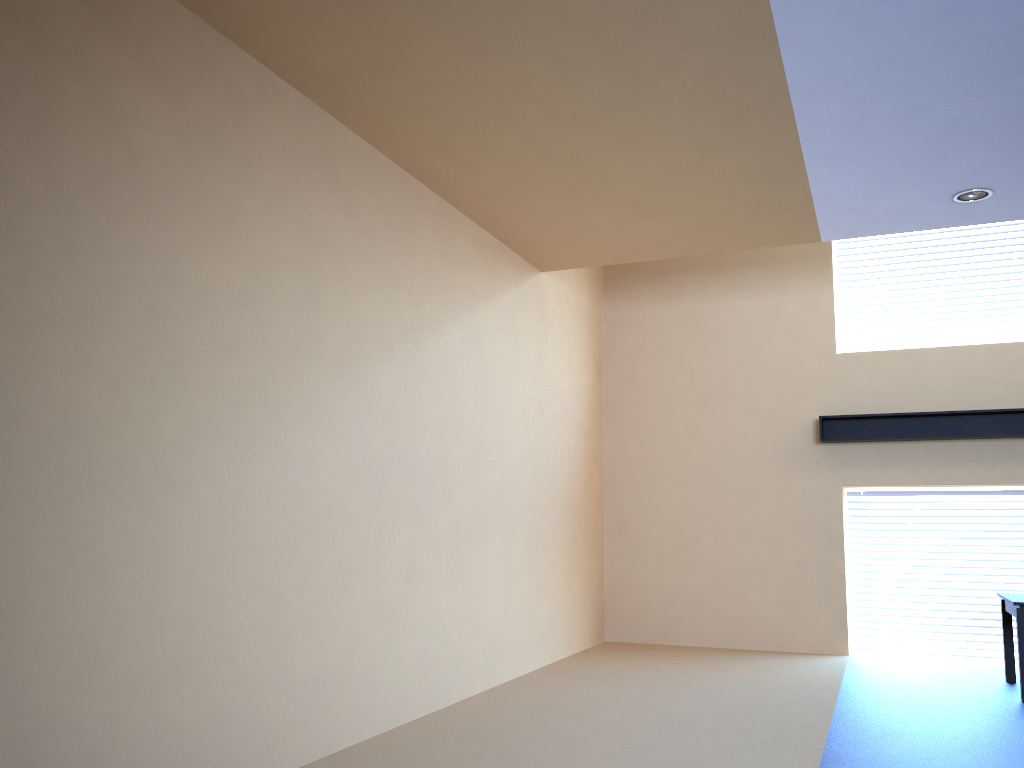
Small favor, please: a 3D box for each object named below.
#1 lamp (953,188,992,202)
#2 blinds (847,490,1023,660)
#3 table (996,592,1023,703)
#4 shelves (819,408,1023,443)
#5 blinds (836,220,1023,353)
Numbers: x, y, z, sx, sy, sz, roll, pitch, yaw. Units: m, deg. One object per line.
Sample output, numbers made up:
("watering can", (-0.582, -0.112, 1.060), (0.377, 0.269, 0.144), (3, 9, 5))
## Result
("lamp", (2.751, -1.168, 5.299), (0.209, 0.096, 0.208), (-3, -9, 22))
("blinds", (5.436, 1.475, 6.705), (5.394, 1.362, 0.047), (-3, -8, 22))
("table", (4.130, 1.654, 5.466), (1.895, 0.601, 0.900), (-3, -9, 22))
("shelves", (5.474, 0.133, 5.786), (6.625, 0.212, 1.253), (-3, -10, 22))
("blinds", (5.453, -1.071, 7.041), (5.394, 1.456, 0.039), (-3, -8, 22))
